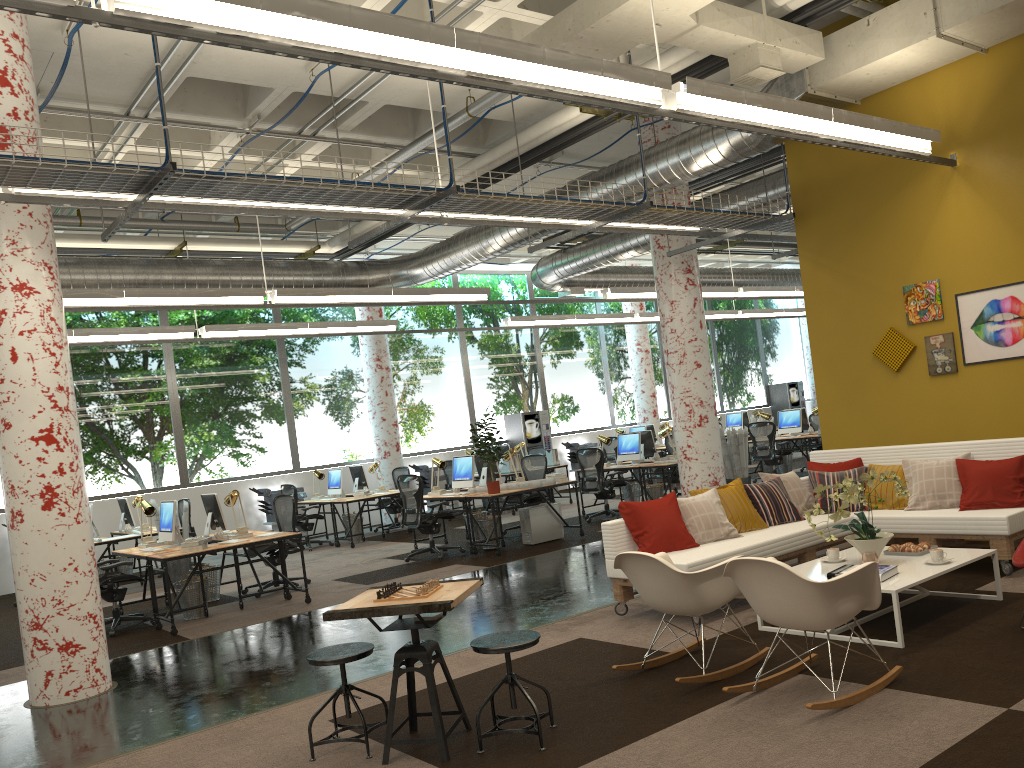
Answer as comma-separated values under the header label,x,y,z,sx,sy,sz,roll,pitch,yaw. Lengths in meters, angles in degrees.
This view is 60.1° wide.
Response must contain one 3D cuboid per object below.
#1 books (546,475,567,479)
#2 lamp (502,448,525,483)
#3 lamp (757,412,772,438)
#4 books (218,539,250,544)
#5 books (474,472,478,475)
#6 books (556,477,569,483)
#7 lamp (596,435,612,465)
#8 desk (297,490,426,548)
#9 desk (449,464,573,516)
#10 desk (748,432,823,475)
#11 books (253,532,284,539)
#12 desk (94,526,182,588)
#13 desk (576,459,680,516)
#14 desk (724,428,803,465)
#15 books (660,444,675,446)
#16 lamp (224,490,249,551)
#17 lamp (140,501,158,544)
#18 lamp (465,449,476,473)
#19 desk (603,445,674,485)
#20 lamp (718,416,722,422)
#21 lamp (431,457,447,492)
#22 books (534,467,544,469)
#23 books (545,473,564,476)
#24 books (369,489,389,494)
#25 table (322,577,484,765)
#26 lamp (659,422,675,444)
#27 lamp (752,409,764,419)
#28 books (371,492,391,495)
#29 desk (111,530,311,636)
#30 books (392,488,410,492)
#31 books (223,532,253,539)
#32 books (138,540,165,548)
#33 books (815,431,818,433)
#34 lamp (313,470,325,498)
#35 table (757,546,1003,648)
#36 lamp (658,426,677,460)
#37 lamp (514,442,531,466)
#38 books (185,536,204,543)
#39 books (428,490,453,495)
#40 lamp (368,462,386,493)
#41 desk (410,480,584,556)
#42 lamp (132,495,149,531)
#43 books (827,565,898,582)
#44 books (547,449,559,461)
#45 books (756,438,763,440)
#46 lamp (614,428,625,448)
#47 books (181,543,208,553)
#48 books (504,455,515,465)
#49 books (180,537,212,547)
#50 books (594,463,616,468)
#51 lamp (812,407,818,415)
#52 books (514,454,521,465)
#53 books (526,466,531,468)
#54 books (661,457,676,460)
label,x,y,z,sx,sy,sz,roll,pitch,yaw
books,0.565,1.194,11.397,0.192,0.044,0.258,-6,-3,-20
lamp,0.047,1.145,11.698,0.208,0.611,0.529,-7,-1,-18
lamp,4.610,0.822,16.342,0.218,0.611,0.529,-7,-1,-18
books,-2.785,1.577,8.869,0.244,0.019,0.205,-9,-3,30
books,-0.782,1.716,16.907,0.225,0.038,0.310,-5,-4,-37
books,0.562,1.241,11.372,0.200,0.050,0.272,-5,-4,-40
lamp,1.422,1.109,14.002,0.208,0.611,0.529,-7,-1,-18
desk,-2.517,2.208,14.660,1.397,0.724,1.948,-6,-3,-38
desk,-0.057,1.992,16.560,1.397,0.724,1.948,-6,-3,-38
desk,5.378,1.273,15.965,1.397,0.724,1.948,-6,-3,-38
books,-2.488,1.545,9.045,0.201,0.024,0.235,-9,-3,26
desk,-5.497,2.470,12.359,1.397,0.724,1.948,-6,-3,-38
desk,2.185,1.560,13.623,1.397,0.724,1.948,-6,-3,-38
desk,5.639,1.491,20.959,1.397,0.724,1.948,-6,-3,-38
books,3.379,1.296,19.050,0.225,0.038,0.310,-5,-4,-37
lamp,-2.914,1.425,9.372,0.218,0.611,0.529,-7,-1,-18
lamp,-3.977,1.577,9.715,0.218,0.611,0.529,-7,-1,-18
lamp,-0.820,1.541,16.939,0.208,0.611,0.529,-7,-1,-18
desk,3.082,1.716,18.984,1.397,0.724,1.948,-6,-3,-38
lamp,4.871,1.040,21.336,0.218,0.611,0.529,-7,-1,-18
lamp,-1.012,1.297,12.042,0.218,0.611,0.529,-7,-1,-18
books,0.491,1.525,16.134,0.201,0.024,0.235,-9,-3,26
books,0.549,1.164,11.389,0.152,0.030,0.185,-5,-4,-40
books,-2.219,1.789,14.727,0.225,0.038,0.310,-5,-4,-37
table,-0.472,1.418,4.385,0.627,0.759,0.615,-7,-1,12
lamp,3.377,1.113,19.018,0.218,0.611,0.529,-7,-1,-18
lamp,5.935,0.888,20.994,0.218,0.611,0.529,-7,-1,-18
books,-2.093,1.757,14.192,0.244,0.019,0.205,-9,-3,30
desk,-3.209,2.028,9.337,1.397,0.724,1.948,-6,-3,-38
books,-1.796,1.726,14.368,0.201,0.024,0.235,-9,-3,26
books,-2.911,1.608,9.404,0.225,0.038,0.310,-5,-4,-37
books,-3.934,1.752,9.684,0.225,0.038,0.310,-5,-4,-37
books,5.676,0.853,16.031,0.225,0.038,0.310,-5,-4,-37
lamp,-3.285,1.757,15.038,0.218,0.611,0.529,-7,-1,-18
table,2.382,1.341,5.768,1.259,0.330,0.988,-5,-3,-38
lamp,2.476,0.957,13.656,0.208,0.611,0.529,-7,-1,-18
lamp,0.239,1.389,16.595,0.218,0.611,0.529,-7,-1,-18
books,-3.080,1.505,8.590,0.152,0.030,0.185,-7,-3,-10
books,-0.969,1.471,12.011,0.225,0.038,0.310,-5,-4,-37
lamp,-2.226,1.606,14.693,0.208,0.611,0.529,-7,-1,-18
desk,-0.244,1.747,11.665,1.397,0.724,1.948,-6,-3,-38
lamp,-5.206,1.868,12.392,0.208,0.611,0.529,-7,-1,-18
books,2.156,1.163,5.441,0.335,0.048,0.278,-10,-4,43
books,0.752,1.354,16.306,0.068,0.310,0.234,-7,-1,-38
books,4.654,0.997,16.311,0.225,0.038,0.310,-5,-4,-37
lamp,2.314,1.265,19.361,0.218,0.611,0.529,-7,-1,-18
books,-3.075,1.583,8.574,0.200,0.050,0.272,-7,-3,-10
books,-0.044,1.424,15.691,0.068,0.310,0.234,-7,-1,-38
books,-3.061,1.534,8.591,0.193,0.044,0.257,-8,-3,10
books,1.460,1.284,13.970,0.225,0.038,0.310,-5,-4,-37
lamp,5.674,0.670,15.999,0.218,0.611,0.529,-7,-1,-18
books,0.072,1.414,15.781,0.068,0.310,0.234,-7,-1,-38
books,0.241,1.572,16.627,0.225,0.038,0.310,-5,-4,-37
books,2.483,1.140,13.690,0.225,0.038,0.310,-5,-4,-37
